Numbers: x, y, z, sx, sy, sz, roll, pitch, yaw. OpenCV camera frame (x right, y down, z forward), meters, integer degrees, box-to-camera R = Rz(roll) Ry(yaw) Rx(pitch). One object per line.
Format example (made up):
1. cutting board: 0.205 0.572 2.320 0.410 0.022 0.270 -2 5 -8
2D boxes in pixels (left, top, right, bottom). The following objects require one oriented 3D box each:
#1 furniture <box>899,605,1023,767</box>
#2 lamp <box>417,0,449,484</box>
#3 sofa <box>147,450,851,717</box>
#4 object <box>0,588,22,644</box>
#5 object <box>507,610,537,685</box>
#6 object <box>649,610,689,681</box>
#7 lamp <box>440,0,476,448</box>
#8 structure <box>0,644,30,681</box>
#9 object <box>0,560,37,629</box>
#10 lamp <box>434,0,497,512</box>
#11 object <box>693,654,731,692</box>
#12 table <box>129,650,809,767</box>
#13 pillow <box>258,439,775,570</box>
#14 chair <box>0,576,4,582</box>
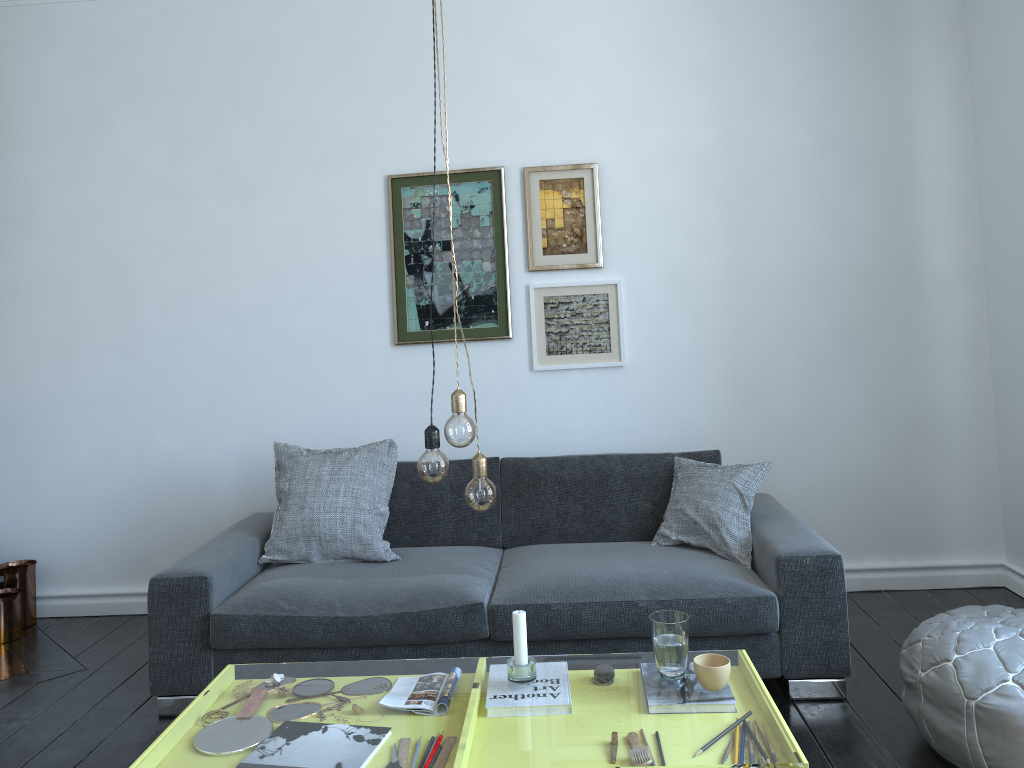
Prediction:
1. furniture: 1.479 0.864 2.523 0.678 0.383 0.680 -3 2 3
2. lamp: -0.215 -0.518 2.094 0.074 1.505 0.086 -1 -3 -36
3. sofa: -0.048 0.697 3.465 2.371 0.726 1.084 -3 2 3
4. object: -2.278 1.036 3.923 0.174 0.200 0.171 -3 0 -7
5. object: 0.021 0.657 2.215 0.074 0.174 0.074 -4 -2 38
6. object: 0.394 0.653 2.193 0.098 0.147 0.097 -2 -1 -36
7. lamp: -0.155 -0.603 2.084 0.074 1.505 0.074 0 -4 -40
8. structure: -2.674 -0.285 3.804 0.778 2.904 1.263 -1 -3 -42
9. object: -2.311 0.984 4.106 0.173 0.282 0.175 -3 -1 3
10. lamp: -0.111 -0.451 2.098 0.074 1.505 0.089 -4 -3 27
11. object: 0.480 0.695 2.108 0.086 0.067 0.087 -2 2 31
12. table: -0.086 0.959 2.065 1.400 0.401 0.600 -3 2 3
13. pillow: 0.012 0.449 3.579 2.053 0.495 0.478 -2 1 8
14. chair: -1.850 0.711 2.512 0.613 1.009 0.902 -2 0 -42
